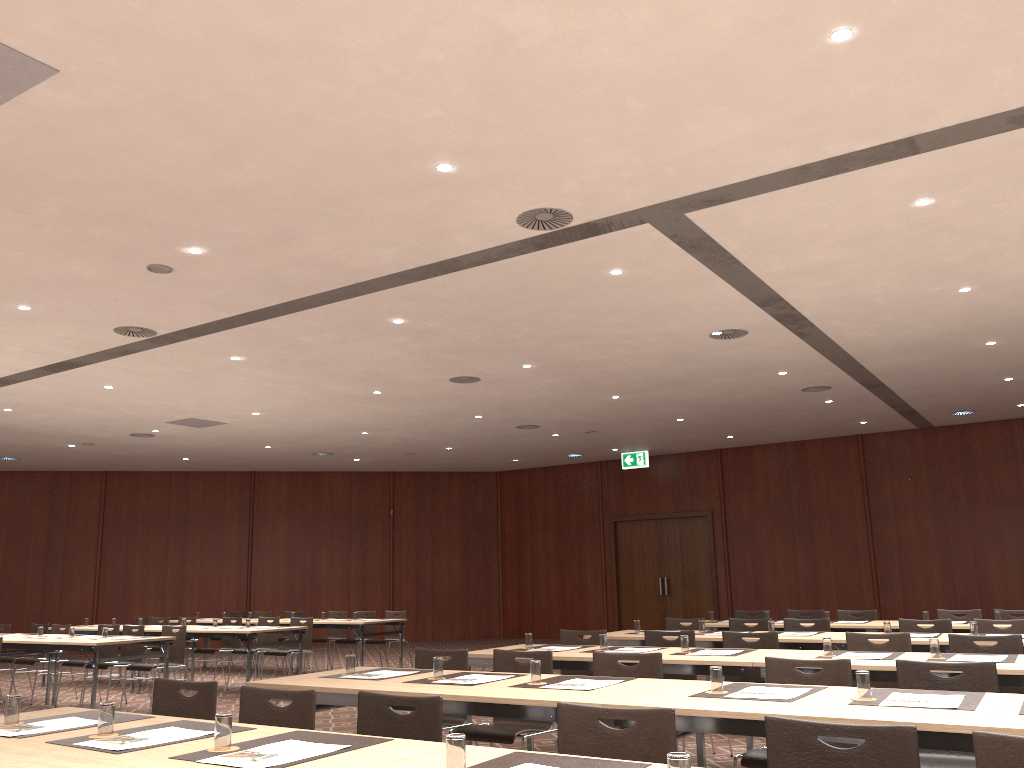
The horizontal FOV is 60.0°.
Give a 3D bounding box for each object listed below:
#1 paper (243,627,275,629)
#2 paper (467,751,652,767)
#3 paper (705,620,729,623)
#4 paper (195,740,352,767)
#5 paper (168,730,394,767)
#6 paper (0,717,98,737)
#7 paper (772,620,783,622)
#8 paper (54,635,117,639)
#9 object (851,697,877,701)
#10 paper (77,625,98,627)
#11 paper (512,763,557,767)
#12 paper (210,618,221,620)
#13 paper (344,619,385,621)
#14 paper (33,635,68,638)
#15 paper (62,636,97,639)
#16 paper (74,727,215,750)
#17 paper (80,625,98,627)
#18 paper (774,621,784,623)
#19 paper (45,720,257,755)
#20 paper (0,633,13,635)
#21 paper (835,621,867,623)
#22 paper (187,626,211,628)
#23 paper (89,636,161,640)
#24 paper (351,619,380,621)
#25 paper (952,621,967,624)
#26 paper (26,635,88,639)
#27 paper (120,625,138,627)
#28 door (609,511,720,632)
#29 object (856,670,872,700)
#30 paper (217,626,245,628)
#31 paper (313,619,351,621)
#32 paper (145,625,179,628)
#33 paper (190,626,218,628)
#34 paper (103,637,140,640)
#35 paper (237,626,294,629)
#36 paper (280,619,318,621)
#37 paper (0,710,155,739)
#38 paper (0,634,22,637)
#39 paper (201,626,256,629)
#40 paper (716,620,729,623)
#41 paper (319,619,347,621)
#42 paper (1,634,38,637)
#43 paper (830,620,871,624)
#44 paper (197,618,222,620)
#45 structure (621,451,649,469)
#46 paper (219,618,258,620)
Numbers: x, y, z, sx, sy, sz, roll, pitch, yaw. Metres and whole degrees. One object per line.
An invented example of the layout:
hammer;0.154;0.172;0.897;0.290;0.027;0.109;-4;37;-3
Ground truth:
paper;-3.221;3.139;11.425;0.284;0.006;0.398;-9;-15;32
paper;0.058;1.077;2.433;0.460;0.003;0.566;-9;-15;31
paper;2.488;2.735;10.214;0.460;0.003;0.566;-10;-15;33
paper;-0.756;1.182;2.840;0.284;0.006;0.398;-9;-15;32
paper;-0.751;1.209;2.941;0.460;0.003;0.566;-9;-15;31
paper;-1.865;1.362;3.531;0.284;0.006;0.398;-10;-15;34
paper;3.031;2.641;9.847;0.460;0.003;0.566;-10;-15;33
paper;-4.858;2.911;10.191;0.460;0.003;0.566;-10;-15;33
object;1.483;1.328;3.736;0.102;0.001;0.102;-6;-13;21
paper;-6.213;3.643;13.359;0.460;0.003;0.566;-9;-14;30
paper;0.042;1.055;2.351;0.284;0.006;0.398;-10;-15;34
paper;-5.123;3.981;15.009;0.460;0.003;0.566;-9;-14;30
paper;-2.171;3.495;13.138;0.460;0.003;0.566;-9;-15;32
paper;-5.409;2.978;10.452;0.284;0.006;0.398;-10;-15;34
paper;-4.873;2.884;10.086;0.284;0.006;0.398;-9;-15;32
paper;-1.315;1.274;3.194;0.284;0.006;0.398;-10;-15;34
paper;-6.232;3.632;13.324;0.284;0.006;0.398;-10;-15;34
paper;3.059;2.619;9.770;0.284;0.006;0.398;-9;-14;29
paper;-1.319;1.295;3.269;0.460;0.003;0.566;-10;-15;34
paper;-6.772;3.220;11.378;0.460;0.003;0.566;-8;-14;28
paper;3.601;2.531;9.428;0.284;0.006;0.398;-9;-15;32
paper;-4.307;3.311;12.085;0.284;0.006;0.398;-9;-14;30
paper;-4.290;2.820;9.842;0.460;0.003;0.566;-9;-14;30
paper;-2.146;3.474;13.062;0.284;0.006;0.398;-10;-15;33
paper;4.403;2.403;8.939;0.284;0.006;0.398;-9;-15;33
paper;-5.423;2.997;10.519;0.460;0.003;0.566;-9;-15;31
paper;-5.667;3.538;12.958;0.284;0.006;0.398;-9;-14;30
door;3.303;4.188;19.269;2.424;2.694;0.200;-9;-14;32
object;1.487;1.272;3.749;0.054;0.114;0.054;4;-13;-23
paper;-3.783;3.225;11.754;0.284;0.006;0.398;-10;-15;33
paper;-2.701;3.584;13.479;0.460;0.003;0.566;-9;-15;32
paper;-5.151;3.469;12.685;0.460;0.003;0.566;-10;-15;34
paper;-4.318;3.335;12.173;0.460;0.003;0.566;-10;-15;33
paper;-4.319;2.801;9.772;0.284;0.006;0.398;-9;-15;31
paper;-3.205;3.160;11.504;0.460;0.003;0.566;-9;-15;31
paper;-3.250;3.679;13.848;0.460;0.003;0.566;-10;-15;34
paper;-1.848;1.388;3.629;0.460;0.003;0.566;-10;-15;33
paper;-6.225;3.109;10.956;0.284;0.006;0.398;-9;-15;31
paper;-3.764;3.243;11.819;0.460;0.003;0.566;-9;-15;32
paper;2.537;2.710;10.125;0.284;0.006;0.398;-9;-14;30
paper;-2.681;3.562;13.401;0.284;0.006;0.398;-8;-14;29
paper;-6.226;3.134;11.049;0.460;0.003;0.566;-9;-15;31
paper;3.590;2.554;9.518;0.460;0.003;0.566;-9;-14;29
paper;-5.144;3.963;14.944;0.284;0.006;0.398;-9;-15;32
structure;2.657;1.641;19.140;0.587;0.345;0.105;-9;-14;32
paper;-4.591;3.902;14.709;0.460;0.003;0.566;-10;-15;35
